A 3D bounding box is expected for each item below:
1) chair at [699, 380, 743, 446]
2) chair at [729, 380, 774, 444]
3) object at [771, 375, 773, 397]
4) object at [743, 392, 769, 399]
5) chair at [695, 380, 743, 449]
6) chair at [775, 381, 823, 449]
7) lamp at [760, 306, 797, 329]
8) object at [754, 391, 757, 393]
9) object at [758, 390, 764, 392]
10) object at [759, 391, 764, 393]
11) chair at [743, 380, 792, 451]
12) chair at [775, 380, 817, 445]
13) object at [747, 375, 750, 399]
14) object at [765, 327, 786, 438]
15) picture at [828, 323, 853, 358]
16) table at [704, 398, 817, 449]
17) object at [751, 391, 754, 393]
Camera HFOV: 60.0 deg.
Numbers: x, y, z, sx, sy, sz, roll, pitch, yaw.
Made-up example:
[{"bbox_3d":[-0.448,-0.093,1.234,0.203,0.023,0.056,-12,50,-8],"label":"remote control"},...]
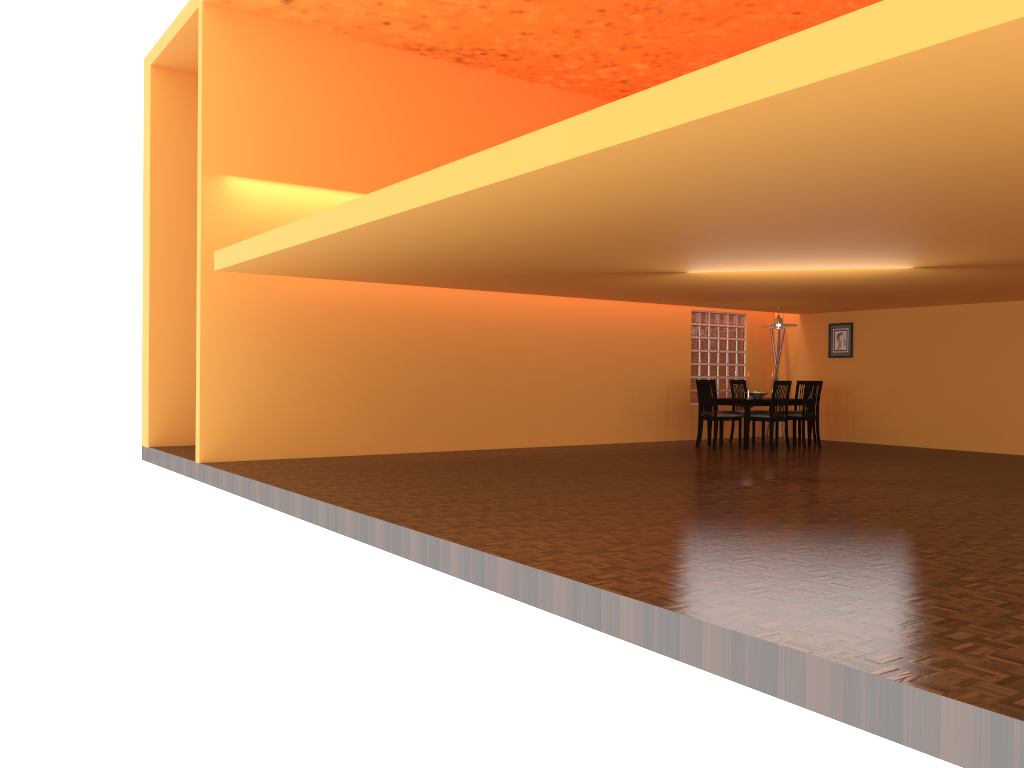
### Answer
[{"bbox_3d":[2.564,0.351,11.004,0.373,0.809,0.465,0,1,-35],"label":"chair"},{"bbox_3d":[3.039,0.353,11.331,0.373,0.809,0.465,0,1,-35],"label":"chair"},{"bbox_3d":[3.221,0.016,10.968,0.044,0.326,0.044,1,1,44],"label":"object"},{"bbox_3d":[2.991,0.142,10.809,0.337,0.072,0.337,1,1,22],"label":"object"},{"bbox_3d":[2.418,0.355,10.436,0.465,0.809,0.373,0,1,-30],"label":"chair"},{"bbox_3d":[3.473,0.363,10.700,0.373,0.809,0.465,0,1,-35],"label":"chair"},{"bbox_3d":[3.305,-0.822,10.993,0.435,0.274,0.435,0,1,-12],"label":"lamp"},{"bbox_3d":[2.944,0.108,10.725,0.046,0.046,0.055,1,1,38],"label":"object"},{"bbox_3d":[3.050,0.107,10.851,0.069,0.066,0.069,0,1,-25],"label":"object"},{"bbox_3d":[3.040,0.121,10.773,0.055,0.070,0.066,1,1,37],"label":"object"},{"bbox_3d":[2.998,0.362,10.372,0.373,0.809,0.465,0,1,-35],"label":"chair"},{"bbox_3d":[3.627,0.360,11.259,0.465,0.809,0.373,0,1,-40],"label":"chair"},{"bbox_3d":[2.823,0.016,10.592,0.044,0.326,0.044,1,1,44],"label":"object"},{"bbox_3d":[3.668,-0.036,12.249,0.226,1.589,0.308,0,1,-13],"label":"object"},{"bbox_3d":[4.341,-0.575,11.716,0.014,0.456,0.361,0,1,-35],"label":"picture"},{"bbox_3d":[3.029,0.470,10.824,1.259,0.584,0.697,0,1,-35],"label":"table"},{"bbox_3d":[2.952,0.127,10.818,0.087,0.076,0.089,0,1,-28],"label":"object"}]
